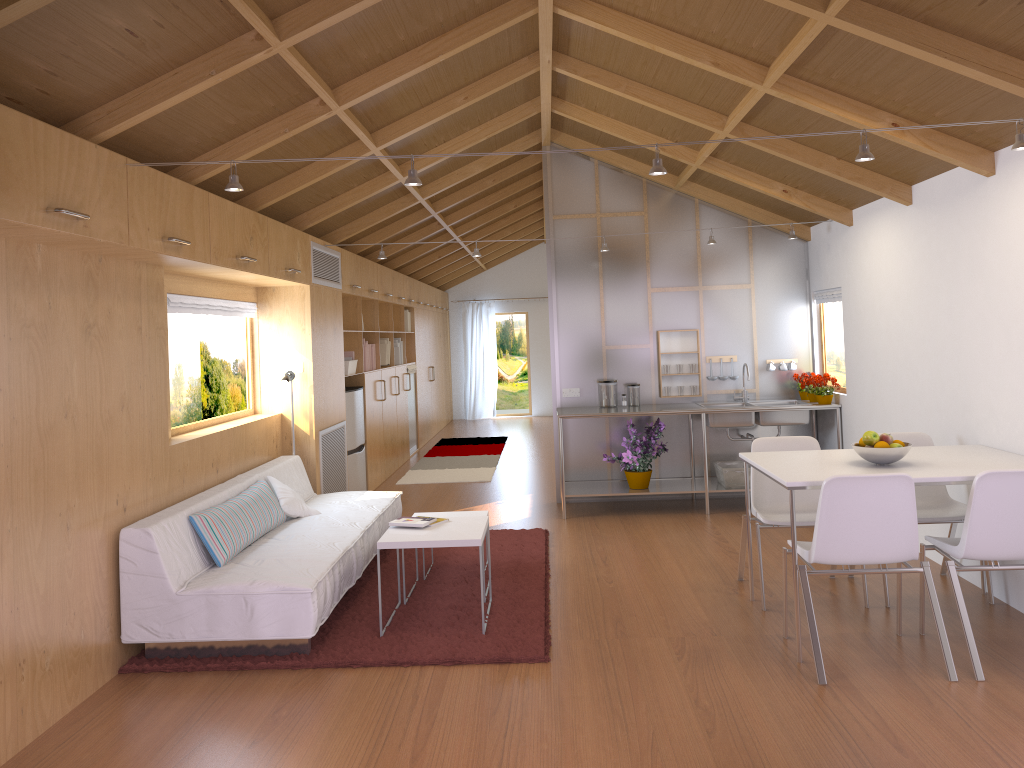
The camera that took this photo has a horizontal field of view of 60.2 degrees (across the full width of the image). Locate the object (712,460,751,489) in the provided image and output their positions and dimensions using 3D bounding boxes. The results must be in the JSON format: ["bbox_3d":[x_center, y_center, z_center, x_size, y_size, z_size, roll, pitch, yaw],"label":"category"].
[{"bbox_3d":[1.735,0.698,6.820,0.298,0.159,0.414,-2,3,2],"label":"object"}]

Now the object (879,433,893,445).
[{"bbox_3d":[1.678,0.254,3.969,0.063,0.067,0.062,-2,1,40],"label":"object"}]

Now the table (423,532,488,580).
[{"bbox_3d":[-0.329,0.947,5.202,0.341,0.309,0.369,-2,1,2],"label":"table"}]

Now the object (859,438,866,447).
[{"bbox_3d":[1.623,0.273,4.045,0.068,0.068,0.067,-3,1,-22],"label":"object"}]

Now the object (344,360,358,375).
[{"bbox_3d":[-1.462,-0.140,7.622,0.203,0.123,0.350,-2,3,2],"label":"object"}]

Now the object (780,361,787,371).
[{"bbox_3d":[2.203,-0.145,7.178,0.059,0.081,0.062,-2,0,9],"label":"object"}]

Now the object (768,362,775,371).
[{"bbox_3d":[2.110,-0.143,7.187,0.059,0.080,0.062,-2,0,2],"label":"object"}]

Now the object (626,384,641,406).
[{"bbox_3d":[0.986,0.089,7.153,0.113,0.177,0.113,-2,0,23],"label":"object"}]

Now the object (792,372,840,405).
[{"bbox_3d":[2.353,0.028,6.863,0.233,0.235,0.688,-2,3,3],"label":"object"}]

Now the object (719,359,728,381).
[{"bbox_3d":[1.714,-0.118,7.180,0.074,0.183,0.074,-3,-1,34],"label":"object"}]

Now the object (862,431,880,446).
[{"bbox_3d":[1.604,0.243,3.950,0.070,0.069,0.077,-2,1,3],"label":"object"}]

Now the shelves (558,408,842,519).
[{"bbox_3d":[1.421,0.579,6.904,2.092,0.754,0.632,-2,0,2],"label":"shelves"}]

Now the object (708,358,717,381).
[{"bbox_3d":[1.629,-0.115,7.184,0.074,0.183,0.074,-3,-1,34],"label":"object"}]

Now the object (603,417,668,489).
[{"bbox_3d":[0.975,0.529,6.810,0.525,0.553,0.351,-2,0,-6],"label":"object"}]

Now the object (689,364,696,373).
[{"bbox_3d":[1.469,-0.125,7.192,0.061,0.077,0.061,-2,0,-24],"label":"object"}]

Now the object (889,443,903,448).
[{"bbox_3d":[1.702,0.296,3.921,0.070,0.069,0.077,-2,1,3],"label":"object"}]

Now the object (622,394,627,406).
[{"bbox_3d":[0.896,0.127,7.060,0.037,0.092,0.037,-3,-1,17],"label":"object"}]

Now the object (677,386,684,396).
[{"bbox_3d":[1.373,0.056,7.191,0.061,0.077,0.061,-2,0,-24],"label":"object"}]

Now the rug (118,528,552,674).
[{"bbox_3d":[-0.745,1.142,5.017,1.885,0.020,2.482,-2,3,2],"label":"rug"}]

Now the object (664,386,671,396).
[{"bbox_3d":[1.269,0.060,7.195,0.061,0.077,0.061,-2,0,14],"label":"object"}]

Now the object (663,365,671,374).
[{"bbox_3d":[1.262,-0.117,7.199,0.061,0.077,0.061,-2,0,14],"label":"object"}]

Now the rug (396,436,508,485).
[{"bbox_3d":[-0.590,0.851,10.362,0.916,0.011,3.723,-2,3,2],"label":"rug"}]

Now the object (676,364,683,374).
[{"bbox_3d":[1.366,-0.121,7.196,0.061,0.077,0.061,-2,0,-24],"label":"object"}]

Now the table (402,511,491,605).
[{"bbox_3d":[-0.346,0.931,4.802,0.424,0.384,0.459,-2,1,2],"label":"table"}]

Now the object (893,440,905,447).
[{"bbox_3d":[1.736,0.286,3.982,0.068,0.066,0.067,-3,1,-44],"label":"object"}]

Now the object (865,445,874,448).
[{"bbox_3d":[1.625,0.302,3.978,0.080,0.089,0.078,-3,1,-38],"label":"object"}]

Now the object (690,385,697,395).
[{"bbox_3d":[1.476,0.053,7.187,0.061,0.077,0.061,-2,0,-24],"label":"object"}]

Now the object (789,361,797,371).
[{"bbox_3d":[2.282,-0.150,7.180,0.059,0.080,0.062,-2,0,2],"label":"object"}]

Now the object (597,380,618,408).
[{"bbox_3d":[0.775,0.077,7.142,0.172,0.216,0.172,-2,0,16],"label":"object"}]

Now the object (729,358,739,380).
[{"bbox_3d":[1.800,-0.121,7.177,0.074,0.183,0.074,-3,-1,34],"label":"object"}]

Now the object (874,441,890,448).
[{"bbox_3d":[1.636,0.286,3.908,0.068,0.068,0.067,-3,1,-22],"label":"object"}]

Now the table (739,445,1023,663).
[{"bbox_3d":[1.759,0.725,4.039,1.208,0.744,0.899,-2,1,2],"label":"table"}]

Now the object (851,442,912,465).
[{"bbox_3d":[1.661,0.316,3.971,0.254,0.090,0.255,0,4,44],"label":"object"}]
